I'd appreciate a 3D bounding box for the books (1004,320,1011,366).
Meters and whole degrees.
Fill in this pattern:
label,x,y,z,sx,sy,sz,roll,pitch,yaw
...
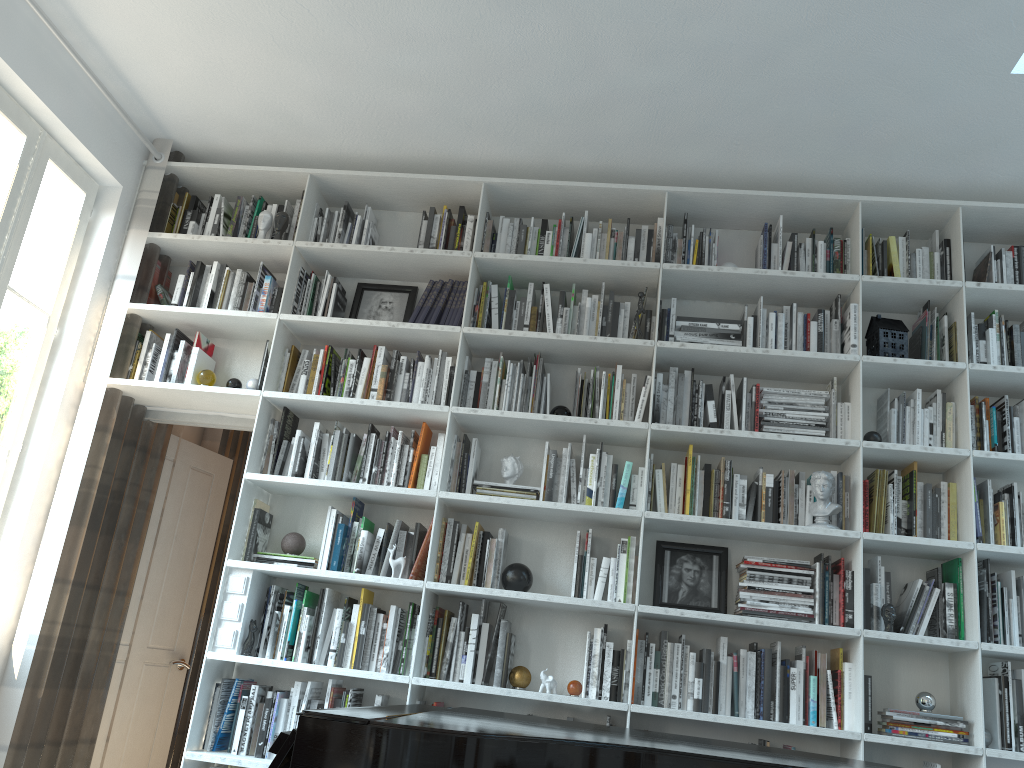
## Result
label,x,y,z,sx,sy,sz,roll,pitch,yaw
books,2.118,-0.123,3.831,0.012,0.275,0.133,5,-18,7

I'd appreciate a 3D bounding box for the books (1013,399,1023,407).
label,x,y,z,sx,sy,sz,roll,pitch,yaw
books,2.142,0.215,3.705,0.027,0.294,0.160,5,-18,7

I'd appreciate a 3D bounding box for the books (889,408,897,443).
label,x,y,z,sx,sy,sz,roll,pitch,yaw
books,1.584,0.218,3.742,0.028,0.185,0.182,5,-18,7

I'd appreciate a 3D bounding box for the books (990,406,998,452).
label,x,y,z,sx,sy,sz,roll,pitch,yaw
books,1.991,0.230,3.710,0.013,0.235,0.158,5,-18,7

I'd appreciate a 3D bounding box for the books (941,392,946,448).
label,x,y,z,sx,sy,sz,roll,pitch,yaw
books,1.790,0.194,3.740,0.025,0.276,0.173,5,-18,7

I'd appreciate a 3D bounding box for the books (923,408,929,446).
label,x,y,z,sx,sy,sz,roll,pitch,yaw
books,1.713,0.224,3.730,0.027,0.196,0.185,5,-18,7

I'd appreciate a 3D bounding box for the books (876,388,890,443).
label,x,y,z,sx,sy,sz,roll,pitch,yaw
books,1.580,0.177,3.780,0.018,0.284,0.160,5,-18,7

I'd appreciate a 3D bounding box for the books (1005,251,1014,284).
label,x,y,z,sx,sy,sz,roll,pitch,yaw
books,2.169,-0.448,3.923,0.028,0.225,0.164,5,-18,7

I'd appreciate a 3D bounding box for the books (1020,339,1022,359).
label,x,y,z,sx,sy,sz,roll,pitch,yaw
books,2.154,-0.093,3.812,0.014,0.214,0.132,5,-18,7

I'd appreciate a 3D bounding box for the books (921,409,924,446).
label,x,y,z,sx,sy,sz,roll,pitch,yaw
books,1.694,0.222,3.729,0.024,0.194,0.173,5,-18,7

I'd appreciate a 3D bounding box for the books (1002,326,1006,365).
label,x,y,z,sx,sy,sz,roll,pitch,yaw
books,2.084,-0.111,3.817,0.012,0.235,0.166,5,-18,7

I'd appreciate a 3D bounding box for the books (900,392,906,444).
label,x,y,z,sx,sy,sz,roll,pitch,yaw
books,1.642,0.185,3.765,0.019,0.274,0.146,5,-18,7

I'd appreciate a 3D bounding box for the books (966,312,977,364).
label,x,y,z,sx,sy,sz,roll,pitch,yaw
books,1.966,-0.147,3.831,0.012,0.284,0.160,5,-18,7

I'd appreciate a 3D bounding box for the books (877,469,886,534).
label,x,y,z,sx,sy,sz,roll,pitch,yaw
books,1.505,0.511,3.653,0.035,0.292,0.145,5,-18,7

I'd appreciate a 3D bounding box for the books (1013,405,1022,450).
label,x,y,z,sx,sy,sz,roll,pitch,yaw
books,2.091,0.229,3.704,0.011,0.256,0.132,5,-18,7

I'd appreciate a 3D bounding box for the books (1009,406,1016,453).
label,x,y,z,sx,sy,sz,roll,pitch,yaw
books,2.047,0.230,3.692,0.022,0.236,0.165,5,-18,7

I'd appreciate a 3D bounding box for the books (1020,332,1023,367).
label,x,y,z,sx,sy,sz,roll,pitch,yaw
books,2.175,-0.094,3.814,0.028,0.222,0.142,5,-18,7

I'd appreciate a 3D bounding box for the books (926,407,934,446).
label,x,y,z,sx,sy,sz,roll,pitch,yaw
books,1.735,0.219,3.730,0.029,0.210,0.158,5,-18,7

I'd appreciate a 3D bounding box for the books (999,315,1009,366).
label,x,y,z,sx,sy,sz,roll,pitch,yaw
books,2.102,-0.136,3.830,0.021,0.295,0.139,5,-18,7

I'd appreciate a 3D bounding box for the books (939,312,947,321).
label,x,y,z,sx,sy,sz,roll,pitch,yaw
books,1.874,-0.152,3.863,0.005,0.291,0.131,5,-18,7

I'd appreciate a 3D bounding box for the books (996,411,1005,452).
label,x,y,z,sx,sy,sz,roll,pitch,yaw
books,2.009,0.241,3.707,0.026,0.215,0.162,5,-18,7

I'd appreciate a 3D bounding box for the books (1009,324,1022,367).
label,x,y,z,sx,sy,sz,roll,pitch,yaw
books,2.133,-0.113,3.801,0.027,0.240,0.160,5,-18,7

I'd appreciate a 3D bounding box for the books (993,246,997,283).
label,x,y,z,sx,sy,sz,roll,pitch,yaw
books,2.107,-0.462,3.933,0.011,0.243,0.173,5,-18,7

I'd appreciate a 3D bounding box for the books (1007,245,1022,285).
label,x,y,z,sx,sy,sz,roll,pitch,yaw
books,2.199,-0.460,3.923,0.030,0.254,0.161,5,-18,7

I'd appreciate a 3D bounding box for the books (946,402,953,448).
label,x,y,z,sx,sy,sz,roll,pitch,yaw
books,1.802,0.212,3.715,0.028,0.229,0.177,5,-18,7

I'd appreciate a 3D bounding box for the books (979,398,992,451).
label,x,y,z,sx,sy,sz,roll,pitch,yaw
books,1.983,0.213,3.738,0.014,0.283,0.136,5,-18,7

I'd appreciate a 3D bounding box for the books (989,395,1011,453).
label,x,y,z,sx,sy,sz,roll,pitch,yaw
books,2.031,0.206,3.696,0.014,0.279,0.178,5,-18,7

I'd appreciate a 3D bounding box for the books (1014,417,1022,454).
label,x,y,z,sx,sy,sz,roll,pitch,yaw
books,2.069,0.255,3.691,0.025,0.193,0.171,5,-18,7

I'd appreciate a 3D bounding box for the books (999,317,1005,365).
label,x,y,z,sx,sy,sz,roll,pitch,yaw
books,2.074,-0.130,3.815,0.010,0.267,0.166,5,-18,7

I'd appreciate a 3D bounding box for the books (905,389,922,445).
label,x,y,z,sx,sy,sz,roll,pitch,yaw
books,1.682,0.179,3.733,0.028,0.274,0.187,5,-18,7

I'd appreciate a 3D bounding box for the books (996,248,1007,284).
label,x,y,z,sx,sy,sz,roll,pitch,yaw
books,2.138,-0.457,3.914,0.013,0.228,0.174,5,-18,7

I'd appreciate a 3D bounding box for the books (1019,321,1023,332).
label,x,y,z,sx,sy,sz,roll,pitch,yaw
books,2.199,-0.122,3.817,0.013,0.283,0.155,5,-18,7

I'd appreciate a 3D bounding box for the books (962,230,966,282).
label,x,y,z,sx,sy,sz,roll,pitch,yaw
books,1.972,-0.508,3.942,0.019,0.303,0.176,5,-18,7

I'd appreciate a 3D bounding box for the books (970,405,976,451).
label,x,y,z,sx,sy,sz,roll,pitch,yaw
books,1.909,0.224,3.734,0.030,0.241,0.139,5,-18,7

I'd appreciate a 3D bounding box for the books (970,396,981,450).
label,x,y,z,sx,sy,sz,roll,pitch,yaw
books,1.933,0.207,3.732,0.014,0.277,0.154,5,-18,7

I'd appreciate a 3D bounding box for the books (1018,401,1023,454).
label,x,y,z,sx,sy,sz,roll,pitch,yaw
books,2.109,0.220,3.679,0.030,0.262,0.182,5,-18,7

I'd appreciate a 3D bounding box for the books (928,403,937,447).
label,x,y,z,sx,sy,sz,roll,pitch,yaw
books,1.755,0.212,3.738,0.024,0.233,0.150,5,-18,7

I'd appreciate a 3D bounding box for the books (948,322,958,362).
label,x,y,z,sx,sy,sz,roll,pitch,yaw
books,1.873,-0.127,3.818,0.008,0.213,0.224,5,-18,8

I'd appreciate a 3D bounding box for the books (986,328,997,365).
label,x,y,z,sx,sy,sz,roll,pitch,yaw
books,2.027,-0.108,3.802,0.026,0.207,0.181,5,-18,7

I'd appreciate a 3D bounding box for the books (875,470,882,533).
label,x,y,z,sx,sy,sz,roll,pitch,yaw
books,1.494,0.515,3.669,0.035,0.292,0.145,5,-18,7

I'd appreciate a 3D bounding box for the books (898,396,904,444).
label,x,y,z,sx,sy,sz,roll,pitch,yaw
books,1.626,0.195,3.762,0.028,0.249,0.165,5,-18,7

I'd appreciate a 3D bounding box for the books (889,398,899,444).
label,x,y,z,sx,sy,sz,roll,pitch,yaw
books,1.608,0.199,3.768,0.024,0.241,0.160,5,-18,7

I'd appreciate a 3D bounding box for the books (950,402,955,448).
label,x,y,z,sx,sy,sz,roll,pitch,yaw
books,1.823,0.215,3.728,0.026,0.237,0.173,5,-18,7

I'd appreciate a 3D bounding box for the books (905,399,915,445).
label,x,y,z,sx,sy,sz,roll,pitch,yaw
books,1.665,0.203,3.750,0.023,0.235,0.179,5,-18,7

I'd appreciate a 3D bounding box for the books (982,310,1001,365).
label,x,y,z,sx,sy,sz,roll,pitch,yaw
books,2.065,-0.149,3.823,0.014,0.305,0.153,5,-18,7

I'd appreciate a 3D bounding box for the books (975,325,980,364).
label,x,y,z,sx,sy,sz,roll,pitch,yaw
books,1.987,-0.119,3.835,0.012,0.239,0.139,5,-18,7

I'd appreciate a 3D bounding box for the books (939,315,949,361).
label,x,y,z,sx,sy,sz,roll,pitch,yaw
books,1.844,-0.145,3.827,0.013,0.247,0.187,5,-18,7

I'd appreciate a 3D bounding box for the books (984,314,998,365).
label,x,y,z,sx,sy,sz,roll,pitch,yaw
books,2.051,-0.137,3.826,0.011,0.282,0.173,5,-18,7

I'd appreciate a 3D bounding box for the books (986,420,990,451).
label,x,y,z,sx,sy,sz,roll,pitch,yaw
books,1.958,0.255,3.709,0.021,0.178,0.137,5,-18,7

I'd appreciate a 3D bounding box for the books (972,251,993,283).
label,x,y,z,sx,sy,sz,roll,pitch,yaw
books,2.066,-0.451,3.917,0.046,0.205,0.184,5,-18,7

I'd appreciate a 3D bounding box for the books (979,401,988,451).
label,x,y,z,sx,sy,sz,roll,pitch,yaw
books,1.943,0.218,3.710,0.014,0.247,0.177,5,-18,7

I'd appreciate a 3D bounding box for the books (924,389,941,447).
label,x,y,z,sx,sy,sz,roll,pitch,yaw
books,1.776,0.186,3.746,0.028,0.292,0.155,5,-18,7

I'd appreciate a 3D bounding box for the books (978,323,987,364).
label,x,y,z,sx,sy,sz,roll,pitch,yaw
books,2.005,-0.121,3.827,0.026,0.242,0.148,5,-18,7

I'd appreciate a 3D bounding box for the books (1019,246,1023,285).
label,x,y,z,sx,sy,sz,roll,pitch,yaw
books,2.225,-0.458,3.922,0.021,0.255,0.169,5,-18,7

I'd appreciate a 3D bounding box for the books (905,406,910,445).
label,x,y,z,sx,sy,sz,roll,pitch,yaw
books,1.648,0.217,3.752,0.023,0.206,0.171,5,-18,7

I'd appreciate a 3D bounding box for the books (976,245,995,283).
label,x,y,z,sx,sy,sz,roll,pitch,yaw
books,2.096,-0.466,3.926,0.009,0.243,0.174,5,-18,7

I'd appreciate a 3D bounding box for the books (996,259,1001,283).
label,x,y,z,sx,sy,sz,roll,pitch,yaw
books,2.125,-0.432,3.920,0.009,0.182,0.160,5,-18,7
